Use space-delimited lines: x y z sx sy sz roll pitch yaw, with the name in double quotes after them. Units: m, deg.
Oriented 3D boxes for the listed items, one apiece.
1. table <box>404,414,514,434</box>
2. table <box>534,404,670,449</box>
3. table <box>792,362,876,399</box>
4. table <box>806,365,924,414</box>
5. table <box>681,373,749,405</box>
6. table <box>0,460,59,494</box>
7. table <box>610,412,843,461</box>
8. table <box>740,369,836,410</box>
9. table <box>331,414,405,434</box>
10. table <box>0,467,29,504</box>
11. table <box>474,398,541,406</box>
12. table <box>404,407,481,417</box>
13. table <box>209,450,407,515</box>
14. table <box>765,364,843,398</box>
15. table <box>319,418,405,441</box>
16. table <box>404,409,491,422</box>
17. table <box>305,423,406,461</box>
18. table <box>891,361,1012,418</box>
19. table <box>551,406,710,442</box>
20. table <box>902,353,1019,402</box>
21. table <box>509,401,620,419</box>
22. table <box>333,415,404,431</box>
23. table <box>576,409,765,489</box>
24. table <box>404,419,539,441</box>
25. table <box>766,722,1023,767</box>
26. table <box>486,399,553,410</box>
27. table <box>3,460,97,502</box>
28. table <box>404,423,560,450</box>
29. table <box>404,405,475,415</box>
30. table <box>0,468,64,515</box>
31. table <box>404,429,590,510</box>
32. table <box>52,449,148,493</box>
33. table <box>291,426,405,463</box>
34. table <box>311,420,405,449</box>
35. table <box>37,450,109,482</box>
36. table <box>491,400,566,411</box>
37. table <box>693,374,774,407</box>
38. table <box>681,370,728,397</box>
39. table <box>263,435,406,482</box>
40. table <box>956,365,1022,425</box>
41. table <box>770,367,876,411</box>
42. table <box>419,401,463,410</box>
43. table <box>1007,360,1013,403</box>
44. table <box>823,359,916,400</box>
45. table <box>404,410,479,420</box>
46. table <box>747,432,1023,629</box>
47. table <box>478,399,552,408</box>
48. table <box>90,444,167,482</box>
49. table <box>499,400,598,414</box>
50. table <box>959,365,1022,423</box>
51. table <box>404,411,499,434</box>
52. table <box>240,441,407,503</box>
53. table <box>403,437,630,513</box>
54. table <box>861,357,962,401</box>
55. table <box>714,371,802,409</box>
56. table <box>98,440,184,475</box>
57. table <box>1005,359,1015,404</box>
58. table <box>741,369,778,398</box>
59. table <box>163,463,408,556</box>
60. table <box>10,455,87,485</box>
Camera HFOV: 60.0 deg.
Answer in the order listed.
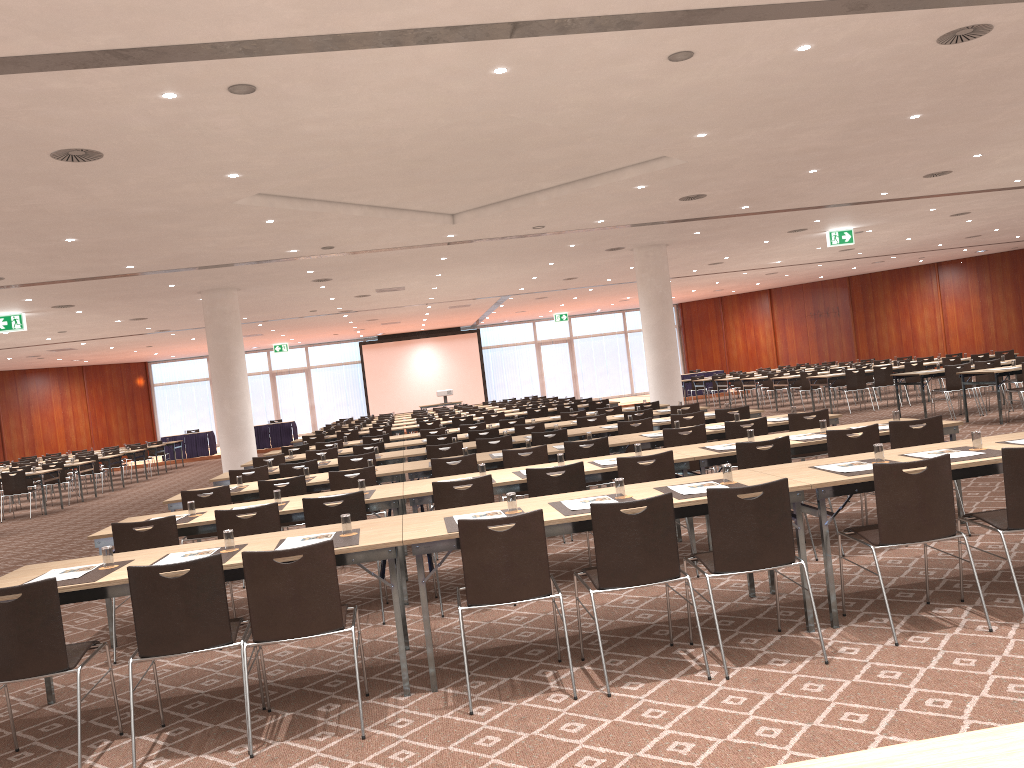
-1.095 1.185 18.675 2.267 0.833 0.953 -7 1 -7 "table"
1.566 0.900 15.472 2.267 0.833 0.953 -7 1 -7 "table"
9.398 -0.105 25.989 2.267 0.833 0.953 -7 1 -7 "table"
7.884 0.124 19.762 2.267 0.833 0.953 -7 1 -7 "table"
6.677 0.183 29.689 2.267 0.833 0.953 -7 1 -7 "table"
-13.193 2.564 23.254 2.267 0.833 0.953 -7 1 -7 "table"
2.290 0.865 9.515 2.267 0.833 0.953 -7 1 -7 "table"
7.401 0.148 23.733 2.267 0.833 0.953 -7 1 -7 "table"
-4.540 1.508 28.331 2.267 0.833 0.953 -7 1 -7 "table"
-12.951 2.553 21.269 2.267 0.833 0.953 -7 1 -7 "table"
-0.064 0.980 28.873 2.267 0.833 0.953 -7 1 -7 "table"
-2.060 1.232 26.616 2.267 0.833 0.953 -7 1 -7 "table"
-2.427 1.406 10.959 2.267 0.833 0.953 -7 1 -7 "table"
9.157 -0.093 27.974 2.267 0.833 0.953 -7 1 -7 "table"
-4.057 1.485 24.360 2.267 0.833 0.953 -7 1 -7 "table"
-1.577 1.209 22.646 2.267 0.833 0.953 -7 1 -7 "table"
-3.574 1.461 20.389 2.267 0.833 0.953 -7 1 -7 "table"
8.307 0.104 16.288 2.267 0.833 0.953 -7 1 -7 "table"
1.807 0.889 13.486 2.267 0.833 0.953 -7 1 -7 "table"
10.122 -0.140 20.033 2.267 0.833 0.953 -7 1 -7 "table"
1.143 0.921 18.946 2.267 0.833 0.953 -7 1 -7 "table"
-4.298 1.497 26.346 2.267 0.833 0.953 -7 1 -7 "table"
2.048 0.877 11.501 2.267 0.833 0.953 -7 1 -7 "table"
-0.672 1.165 15.201 2.267 0.833 0.953 -7 1 -7 "table"
1.023 1.082 1.260 2.267 0.833 0.953 -7 1 -7 "table"
0.419 0.956 24.902 2.267 0.833 0.953 -7 1 -7 "table"
-10.472 2.276 19.554 2.267 0.833 0.953 -7 1 -7 "table"
-0.431 1.153 13.215 2.267 0.833 0.953 -7 1 -7 "table"
-2.302 1.244 28.602 2.267 0.833 0.953 -7 1 -7 "table"
-10.231 2.265 17.569 2.267 0.833 0.953 -7 1 -7 "table"
-0.189 1.141 11.230 2.267 0.833 0.953 -7 1 -7 "table"
-10.955 2.300 23.525 2.267 0.833 0.953 -7 1 -7 "table"
-3.333 1.450 18.404 2.267 0.833 0.953 -7 1 -7 "table"
-3.815 1.473 22.375 2.267 0.833 0.953 -7 1 -7 "table"
-13.676 2.588 27.225 2.267 0.833 0.953 -7 1 -7 "table"
0.660 0.944 22.917 2.267 0.833 0.953 -7 1 -7 "table"
6.919 0.172 27.703 2.267 0.833 0.953 -7 1 -7 "table"
7.032 -0.009 32.977 1.712 0.832 1.041 -7 1 -7 "table"
-2.910 1.429 14.930 2.267 0.833 0.953 -7 1 -7 "table"
8.548 0.092 14.302 2.267 0.833 0.953 -7 1 -7 "table"
7.643 0.136 21.747 2.267 0.833 0.953 -7 1 -7 "table"
-2.521 1.120 31.837 1.539 0.832 0.953 -7 1 -7 "table"
10.545 -0.161 16.558 2.267 0.833 0.953 -7 1 -7 "table"
9.639 -0.116 24.004 2.267 0.833 0.953 -7 1 -7 "table"
-1.819 1.221 24.631 2.267 0.833 0.953 -7 1 -7 "table"
2.773 0.841 5.545 2.267 0.833 0.953 -7 1 -7 "table"
0.178 0.968 26.887 2.267 0.833 0.953 -7 1 -7 "table"
-11.196 2.312 25.510 2.267 0.833 0.953 -7 1 -7 "table"
0.902 0.933 20.931 2.267 0.833 0.953 -7 1 -7 "table"
8.548 0.092 14.302 2.267 0.833 0.953 -7 1 -7 "table"
-1.336 1.197 20.660 2.267 0.833 0.953 -7 1 -7 "table"
-2.669 1.417 12.944 2.267 0.833 0.953 -7 1 -7 "table"
0.052 1.129 9.245 2.267 0.833 0.953 -7 1 -7 "table"
9.881 -0.128 22.018 2.267 0.833 0.953 -7 1 -7 "table"
7.160 0.160 25.718 2.267 0.833 0.953 -7 1 -7 "table"
-11.438 2.323 27.496 2.267 0.833 0.953 -7 1 -7 "table"
10.545 -0.161 16.558 2.267 0.833 0.953 -7 1 -7 "table"
8.915 -0.081 29.960 2.267 0.833 0.953 -7 1 -7 "table"
-2.186 1.394 8.974 2.267 0.833 0.953 -7 1 -7 "table"
-13.434 2.576 25.240 2.267 0.833 0.953 -7 1 -7 "table"
